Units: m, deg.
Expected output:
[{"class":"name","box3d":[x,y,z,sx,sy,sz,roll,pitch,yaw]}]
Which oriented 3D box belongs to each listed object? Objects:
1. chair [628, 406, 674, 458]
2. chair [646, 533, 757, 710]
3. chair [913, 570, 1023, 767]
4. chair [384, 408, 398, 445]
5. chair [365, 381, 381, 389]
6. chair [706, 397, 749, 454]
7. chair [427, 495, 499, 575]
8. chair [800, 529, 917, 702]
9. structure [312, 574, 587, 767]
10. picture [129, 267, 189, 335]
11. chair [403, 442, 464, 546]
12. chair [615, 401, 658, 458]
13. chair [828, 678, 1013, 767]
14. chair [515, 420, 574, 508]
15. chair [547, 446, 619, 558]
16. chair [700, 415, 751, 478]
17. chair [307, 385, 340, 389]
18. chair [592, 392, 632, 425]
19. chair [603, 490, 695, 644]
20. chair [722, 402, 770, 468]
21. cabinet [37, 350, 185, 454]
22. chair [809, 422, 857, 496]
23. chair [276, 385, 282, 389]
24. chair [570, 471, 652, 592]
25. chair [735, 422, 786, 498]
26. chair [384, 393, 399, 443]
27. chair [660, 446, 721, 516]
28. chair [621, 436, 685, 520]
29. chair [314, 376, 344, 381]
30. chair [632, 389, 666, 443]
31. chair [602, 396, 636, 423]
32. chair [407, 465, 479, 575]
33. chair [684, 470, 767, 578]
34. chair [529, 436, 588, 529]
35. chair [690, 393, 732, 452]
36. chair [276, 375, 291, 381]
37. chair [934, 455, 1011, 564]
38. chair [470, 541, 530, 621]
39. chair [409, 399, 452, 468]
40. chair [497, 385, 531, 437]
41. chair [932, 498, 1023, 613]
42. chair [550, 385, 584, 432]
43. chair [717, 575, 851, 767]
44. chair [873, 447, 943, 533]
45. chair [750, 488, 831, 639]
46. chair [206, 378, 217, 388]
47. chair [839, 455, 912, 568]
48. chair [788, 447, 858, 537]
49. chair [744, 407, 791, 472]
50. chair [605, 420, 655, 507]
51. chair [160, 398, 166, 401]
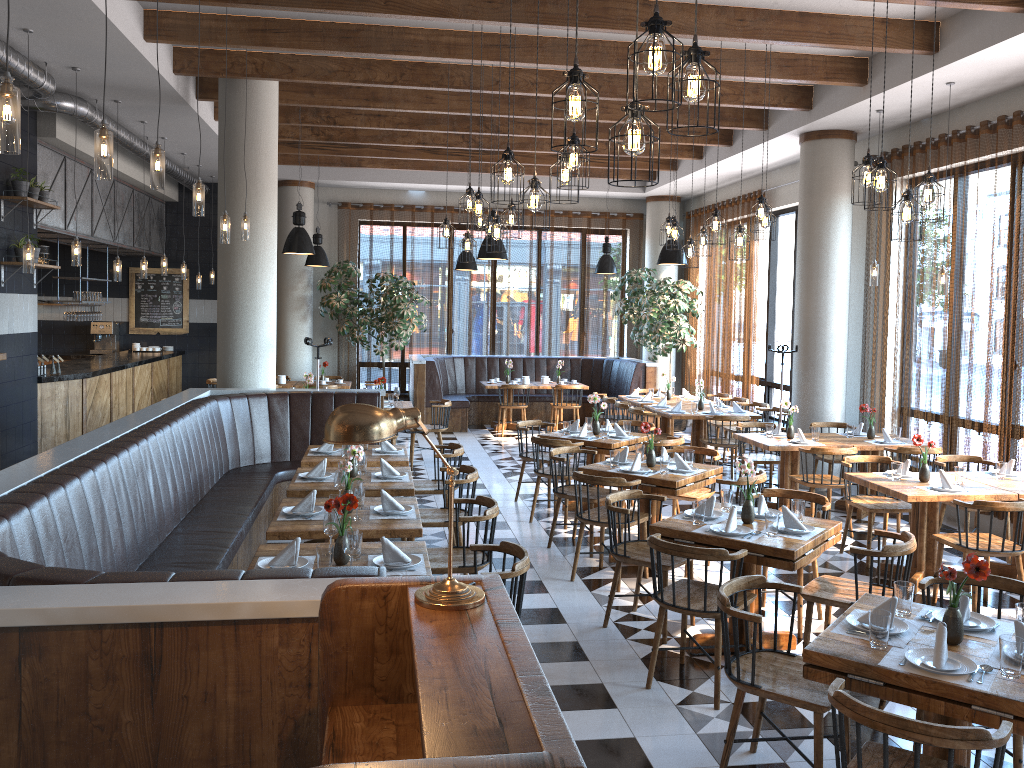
[{"class":"chair","box3d":[1.702,0.705,10.886,0.549,0.816,0.520,1,3,-9]},{"class":"chair","box3d":[1.001,1.211,4.730,0.520,0.816,0.550,3,4,36]},{"class":"chair","box3d":[2.049,1.303,3.899,0.520,0.816,0.550,3,4,36]},{"class":"chair","box3d":[-1.579,0.669,10.525,0.519,0.816,0.551,1,3,-9]},{"class":"chair","box3d":[-2.354,0.352,14.087,0.549,0.816,0.520,1,3,-9]},{"class":"chair","box3d":[3.006,0.606,12.366,0.549,0.816,0.520,1,3,-9]},{"class":"chair","box3d":[-0.362,1.127,5.401,0.549,0.816,0.520,1,3,-9]},{"class":"chair","box3d":[1.903,1.218,4.867,0.550,0.816,0.520,3,4,36]},{"class":"structure","box3d":[-0.267,1.189,1.828,0.645,1.298,1.048,1,3,-9]},{"class":"picture","box3d":[-6.070,-1.420,15.243,0.980,1.140,0.021,1,2,-9]},{"class":"chair","box3d":[-0.692,0.936,7.578,0.549,0.816,0.520,1,3,-9]},{"class":"chair","box3d":[1.607,0.650,11.509,0.549,0.816,0.520,1,3,-9]},{"class":"chair","box3d":[1.297,1.377,2.841,0.520,0.816,0.550,3,4,36]},{"class":"chair","box3d":[0.317,0.816,9.245,0.550,0.816,0.520,3,4,36]},{"class":"chair","box3d":[0.587,0.972,7.467,0.550,0.816,0.520,3,4,36]},{"class":"chair","box3d":[2.517,0.755,10.485,0.519,0.816,0.551,1,3,-9]},{"class":"chair","box3d":[-2.854,0.404,13.358,0.519,0.816,0.551,1,3,-9]},{"class":"chair","box3d":[1.424,0.544,12.720,0.549,0.816,0.520,1,3,-9]},{"class":"chair","box3d":[0.865,1.133,5.630,0.550,0.816,0.520,3,4,36]},{"class":"chair","box3d":[3.103,0.662,11.724,0.549,0.816,0.520,1,3,-9]},{"class":"cabinet","box3d":[-6.727,0.249,12.200,3.027,1.162,6.009,0,5,-9]},{"class":"chair","box3d":[3.505,0.851,9.586,0.519,0.816,0.551,1,3,-9]},{"class":"chair","box3d":[-3.703,0.398,13.229,0.519,0.816,0.551,1,3,-9]},{"class":"chair","box3d":[0.723,1.050,6.567,0.520,0.816,0.550,3,4,36]},{"class":"chair","box3d":[2.671,0.845,9.459,0.519,0.816,0.551,1,3,-9]},{"class":"chair","box3d":[-1.777,0.554,11.838,0.519,0.816,0.551,1,3,-9]},{"class":"chair","box3d":[1.488,0.978,7.604,0.520,0.816,0.550,3,4,36]},{"class":"chair","box3d":[1.355,0.901,8.481,0.550,0.816,0.520,3,4,36]},{"class":"chair","box3d":[-3.049,0.292,14.642,0.519,0.816,0.551,1,3,-9]},{"class":"chair","box3d":[2.085,0.505,13.337,0.519,0.816,0.551,1,3,-9]},{"class":"chair","box3d":[1.510,0.594,12.151,0.549,0.816,0.520,1,3,-9]},{"class":"chair","box3d":[-0.527,1.032,6.490,0.549,0.816,0.520,1,3,-9]},{"class":"chair","box3d":[1.624,1.057,6.703,0.550,0.816,0.520,3,4,36]},{"class":"chair","box3d":[0.453,0.895,8.344,0.520,0.816,0.550,3,4,36]},{"class":"chair","box3d":[2.917,0.555,12.954,0.549,0.816,0.520,1,3,-9]},{"class":"chair","box3d":[-3.898,0.285,14.513,0.519,0.816,0.551,1,3,-9]},{"class":"chair","box3d":[3.834,1.042,7.411,0.519,0.816,0.551,1,3,-9]},{"class":"chair","box3d":[-0.197,1.223,4.313,0.549,0.816,0.520,1,3,-9]},{"class":"chair","box3d":[-1.050,0.617,11.264,0.549,0.816,0.520,1,3,-9]},{"class":"chair","box3d":[0.018,0.401,14.080,0.519,0.816,0.551,1,3,-9]},{"class":"chair","box3d":[3.195,1.149,5.995,0.519,0.816,0.551,1,3,-9]},{"class":"chair","box3d":[0.867,0.407,14.209,0.519,0.816,0.551,1,3,-9]},{"class":"chair","box3d":[1.148,1.296,3.762,0.550,0.816,0.520,3,4,36]},{"class":"chair","box3d":[3.700,0.964,8.297,0.519,0.816,0.551,1,3,-9]},{"class":"chair","box3d":[1.766,1.139,5.767,0.520,0.816,0.550,3,4,36]},{"class":"chair","box3d":[-4.465,0.336,13.778,0.549,0.816,0.520,1,3,-9]},{"class":"chair","box3d":[3.000,1.036,7.284,0.519,0.816,0.551,1,3,-9]},{"class":"chair","box3d":[2.866,0.958,8.170,0.519,0.816,0.551,1,3,-9]},{"class":"chair","box3d":[3.195,0.715,11.119,0.549,0.816,0.520,1,3,-9]},{"class":"chair","box3d":[1.218,0.822,9.382,0.520,0.816,0.550,3,4,36]},{"class":"chair","box3d":[-4.017,0.595,10.825,0.549,0.816,0.520,1,3,-9]}]
